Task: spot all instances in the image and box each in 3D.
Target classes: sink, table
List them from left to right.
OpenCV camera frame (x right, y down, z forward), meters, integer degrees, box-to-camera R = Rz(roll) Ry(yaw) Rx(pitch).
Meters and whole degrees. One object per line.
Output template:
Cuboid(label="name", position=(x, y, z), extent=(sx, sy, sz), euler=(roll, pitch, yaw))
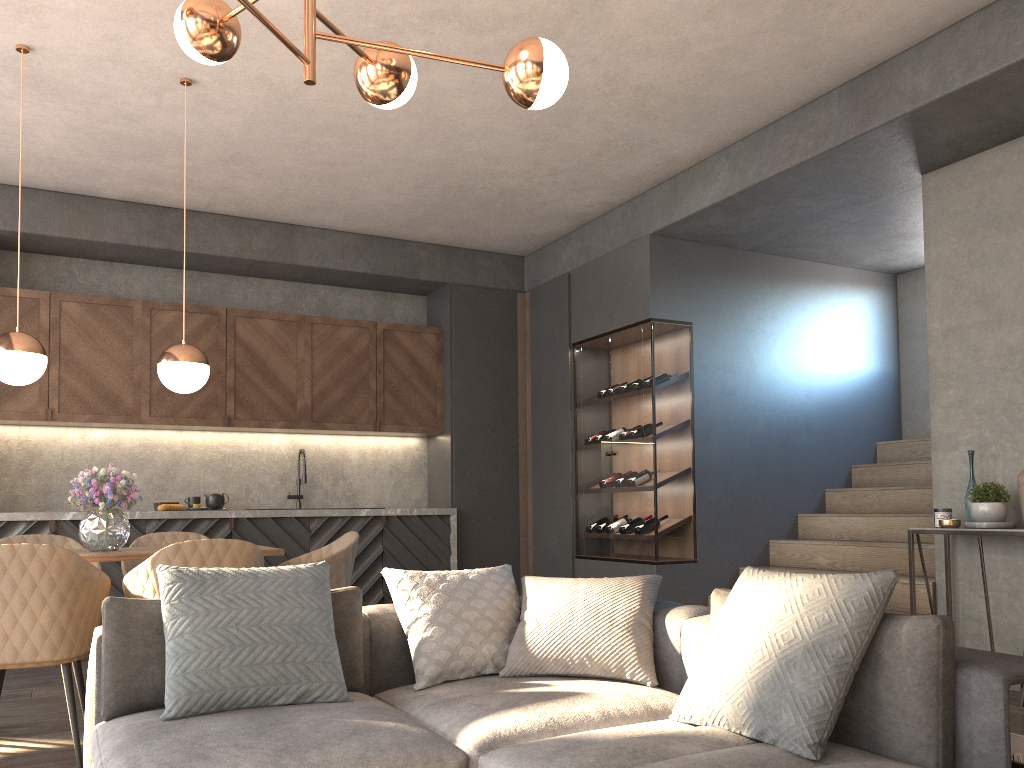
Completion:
Cuboid(label="table", position=(-1.860, 1.144, 4.006), extent=(1.468, 0.765, 0.774), euler=(3, -7, -27))
Cuboid(label="sink", position=(-1.499, 0.759, 6.713), extent=(0.963, 0.543, 0.463), euler=(3, -6, -27))
Cuboid(label="table", position=(2.428, 1.085, 4.107), extent=(0.300, 0.816, 1.108), euler=(1, -6, -27))

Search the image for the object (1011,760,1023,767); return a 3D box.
Cuboid(label="object", position=(1.135, 1.070, 2.248), extent=(0.216, 0.349, 0.672), euler=(2, -7, -27))

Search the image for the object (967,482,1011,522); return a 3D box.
Cuboid(label="object", position=(2.319, 0.586, 4.287), extent=(0.196, 0.226, 0.188), euler=(-5, -7, 41))

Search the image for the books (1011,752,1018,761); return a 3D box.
Cuboid(label="books", position=(1.056, 1.067, 2.292), extent=(0.068, 0.352, 0.571), euler=(1, -7, -27))

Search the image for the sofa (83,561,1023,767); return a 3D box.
Cuboid(label="sofa", position=(0.174, 0.838, 2.068), extent=(2.026, 0.779, 2.931), euler=(3, -9, -28))

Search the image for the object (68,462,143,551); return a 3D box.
Cuboid(label="object", position=(-1.870, 0.563, 4.067), extent=(0.329, 0.406, 0.299), euler=(-4, -6, 33))

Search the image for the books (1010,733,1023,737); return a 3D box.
Cuboid(label="books", position=(1.160, 1.072, 2.336), extent=(0.064, 0.353, 0.571), euler=(1, -7, -27))

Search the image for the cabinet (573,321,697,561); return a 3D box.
Cuboid(label="cabinet", position=(0.854, 0.445, 6.328), extent=(0.337, 1.576, 1.004), euler=(1, -5, -27))

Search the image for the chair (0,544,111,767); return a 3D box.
Cuboid(label="chair", position=(-1.846, 1.021, 3.374), extent=(0.555, 0.831, 0.513), euler=(1, -5, -18))

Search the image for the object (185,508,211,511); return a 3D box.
Cuboid(label="object", position=(-2.206, 0.882, 6.204), extent=(0.170, 0.020, 0.171), euler=(0, -8, -2))

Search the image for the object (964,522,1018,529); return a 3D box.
Cuboid(label="object", position=(2.321, 0.685, 4.285), extent=(0.229, 0.031, 0.230), euler=(3, -9, -22))

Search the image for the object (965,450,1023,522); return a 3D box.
Cuboid(label="object", position=(2.393, 0.495, 4.217), extent=(0.225, 0.388, 0.565), euler=(2, -7, -32))

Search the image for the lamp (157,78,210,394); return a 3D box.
Cuboid(label="lamp", position=(-1.589, -0.721, 4.288), extent=(0.239, 1.536, 0.239), euler=(-3, -4, 38))

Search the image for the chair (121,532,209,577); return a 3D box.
Cuboid(label="chair", position=(-1.778, 1.207, 4.686), extent=(0.556, 0.831, 0.513), euler=(2, -5, -28))

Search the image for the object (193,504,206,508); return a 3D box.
Cuboid(label="object", position=(-2.206, 0.864, 6.205), extent=(0.120, 0.045, 0.117), euler=(2, -8, -22))

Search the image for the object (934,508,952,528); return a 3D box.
Cuboid(label="object", position=(2.209, 0.687, 4.524), extent=(0.084, 0.098, 0.085), euler=(-3, -5, 20))

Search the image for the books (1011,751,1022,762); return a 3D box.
Cuboid(label="books", position=(1.073, 1.069, 2.299), extent=(0.079, 0.351, 0.571), euler=(1, -7, -27))

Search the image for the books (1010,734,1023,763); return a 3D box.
Cuboid(label="books", position=(1.146, 1.072, 2.337), extent=(0.064, 0.353, 0.571), euler=(1, -7, -27))

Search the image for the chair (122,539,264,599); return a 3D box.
Cuboid(label="chair", position=(-1.305, 1.055, 3.659), extent=(0.556, 0.831, 0.513), euler=(2, -5, -33))

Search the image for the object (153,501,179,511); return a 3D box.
Cuboid(label="object", position=(-2.455, 0.867, 6.271), extent=(0.157, 0.067, 0.117), euler=(6, -9, -42))

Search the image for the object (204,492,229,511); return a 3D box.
Cuboid(label="object", position=(-2.153, 0.853, 6.420), extent=(0.153, 0.136, 0.137), euler=(-5, -7, 35))

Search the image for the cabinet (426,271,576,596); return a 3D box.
Cuboid(label="cabinet", position=(0.092, 0.576, 7.171), extent=(1.188, 2.740, 1.209), euler=(1, -4, -28))

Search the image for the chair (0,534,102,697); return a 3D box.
Cuboid(label="chair", position=(-2.364, 1.173, 4.405), extent=(0.556, 0.831, 0.513), euler=(2, -5, -33))

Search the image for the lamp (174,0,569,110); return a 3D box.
Cuboid(label="lamp", position=(-0.655, -1.264, 2.314), extent=(1.018, 1.032, 1.470), euler=(-5, -8, 38))

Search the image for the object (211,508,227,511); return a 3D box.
Cuboid(label="object", position=(-2.274, 0.883, 6.215), extent=(0.491, 0.040, 0.286), euler=(4, -9, -32))

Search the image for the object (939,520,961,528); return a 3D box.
Cuboid(label="object", position=(2.186, 0.699, 4.411), extent=(0.099, 0.041, 0.100), euler=(3, -8, -29))

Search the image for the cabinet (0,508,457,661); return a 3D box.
Cuboid(label="cabinet", position=(-2.067, 1.384, 6.336), extent=(3.396, 0.945, 0.604), euler=(3, -6, -27))

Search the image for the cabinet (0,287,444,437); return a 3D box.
Cuboid(label="cabinet", position=(-2.137, -0.099, 6.515), extent=(3.397, 0.861, 0.371), euler=(3, -5, -27))

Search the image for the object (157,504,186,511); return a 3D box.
Cuboid(label="object", position=(-2.362, 0.863, 6.154), extent=(0.071, 0.054, 0.303), euler=(-2, -8, 13))

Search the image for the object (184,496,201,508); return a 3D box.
Cuboid(label="object", position=(-2.291, 0.861, 6.351), extent=(0.090, 0.103, 0.113), euler=(-1, -6, 5))

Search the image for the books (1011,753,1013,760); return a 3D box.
Cuboid(label="books", position=(1.041, 1.066, 2.288), extent=(0.062, 0.353, 0.571), euler=(1, -7, -27))

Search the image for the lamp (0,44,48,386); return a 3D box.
Cuboid(label="lamp", position=(-2.210, -0.760, 3.964), extent=(0.239, 1.536, 0.240), euler=(1, -3, -22))

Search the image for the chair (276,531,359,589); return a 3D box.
Cuboid(label="chair", position=(-1.033, 1.159, 4.409), extent=(0.510, 0.831, 0.558), euler=(1, -5, -23))

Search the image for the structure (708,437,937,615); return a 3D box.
Cuboid(label="structure", position=(2.418, 1.009, 5.697), extent=(2.262, 1.414, 1.516), euler=(3, -7, -27))
